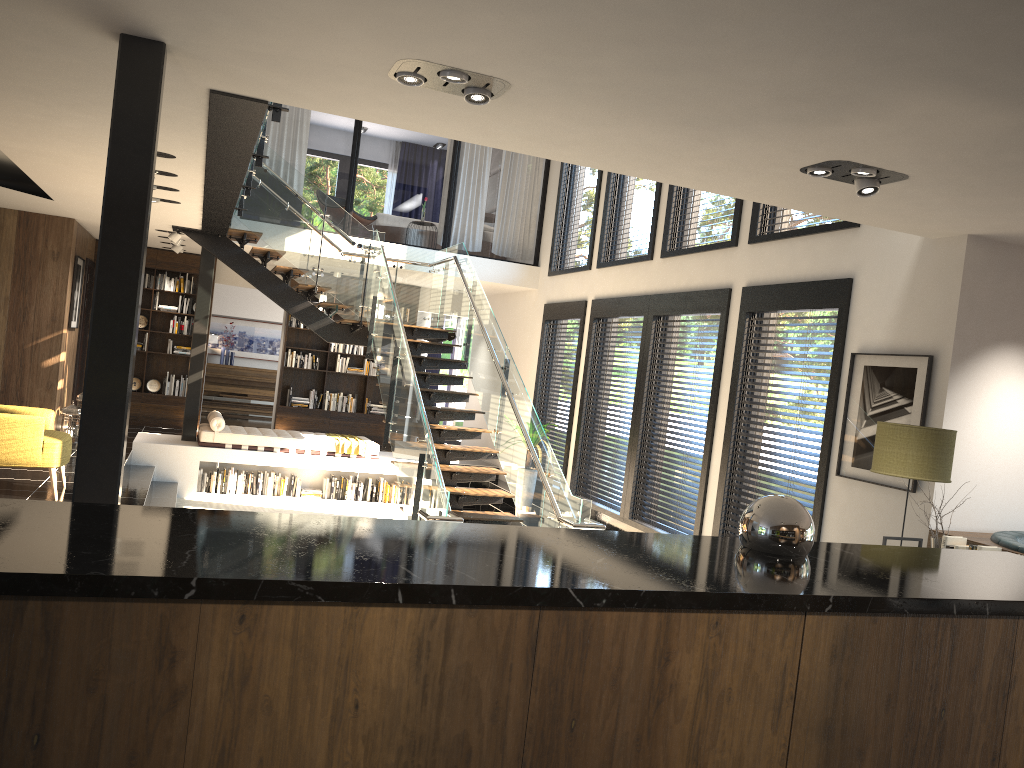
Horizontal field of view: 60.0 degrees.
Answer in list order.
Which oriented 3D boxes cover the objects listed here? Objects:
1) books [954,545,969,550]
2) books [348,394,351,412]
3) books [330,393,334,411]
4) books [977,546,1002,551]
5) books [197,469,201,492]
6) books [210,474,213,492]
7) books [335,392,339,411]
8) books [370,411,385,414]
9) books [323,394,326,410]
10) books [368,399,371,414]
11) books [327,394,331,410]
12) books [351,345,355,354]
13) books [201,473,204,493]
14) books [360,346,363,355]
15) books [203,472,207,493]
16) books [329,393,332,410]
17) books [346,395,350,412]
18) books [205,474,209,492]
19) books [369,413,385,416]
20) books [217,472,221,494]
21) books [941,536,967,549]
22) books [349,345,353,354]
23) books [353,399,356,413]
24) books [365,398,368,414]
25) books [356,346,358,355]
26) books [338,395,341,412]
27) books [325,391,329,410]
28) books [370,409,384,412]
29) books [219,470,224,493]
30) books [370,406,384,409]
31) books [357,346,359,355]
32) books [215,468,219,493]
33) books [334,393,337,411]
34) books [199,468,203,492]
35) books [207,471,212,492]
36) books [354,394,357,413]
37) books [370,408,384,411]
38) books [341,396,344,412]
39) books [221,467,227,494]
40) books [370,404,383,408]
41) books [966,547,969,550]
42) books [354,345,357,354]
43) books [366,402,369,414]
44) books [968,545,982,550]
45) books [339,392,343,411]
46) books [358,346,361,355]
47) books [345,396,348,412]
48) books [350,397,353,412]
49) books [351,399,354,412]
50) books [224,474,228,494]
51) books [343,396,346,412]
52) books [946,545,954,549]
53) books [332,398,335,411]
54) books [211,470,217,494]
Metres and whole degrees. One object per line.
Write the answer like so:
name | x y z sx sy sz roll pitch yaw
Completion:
books | 2.649 1.088 5.208 0.160 0.276 0.030 6 2 -20
books | -2.667 0.312 14.509 0.025 0.294 0.177 6 2 -20
books | -2.931 0.292 14.401 0.030 0.276 0.160 6 2 -20
books | 2.714 1.083 5.078 0.155 0.306 0.032 6 2 -20
books | -3.942 1.210 11.151 0.025 0.270 0.156 6 2 -20
books | -3.797 1.249 11.203 0.020 0.225 0.156 6 2 -20
books | -2.855 0.289 14.450 0.032 0.298 0.169 6 2 -20
books | -2.225 0.468 14.684 0.286 0.031 0.176 6 1 -21
books | -3.052 0.284 14.391 0.026 0.263 0.156 6 2 -20
books | -2.363 0.374 14.611 0.026 0.238 0.159 6 2 -20
books | -2.986 0.293 14.389 0.030 0.262 0.172 6 2 -20
books | -2.595 -0.621 14.484 0.032 0.265 0.149 6 2 -20
books | -3.889 1.237 11.140 0.024 0.229 0.171 6 2 -20
books | -2.468 -0.584 14.546 0.046 0.219 0.144 6 2 -20
books | -3.865 1.234 11.151 0.027 0.241 0.149 6 2 -20
books | -2.965 0.288 14.416 0.025 0.274 0.150 6 2 -20
books | -2.690 0.317 14.495 0.028 0.280 0.154 6 2 -20
books | -3.850 1.250 11.187 0.029 0.211 0.130 6 2 -20
books | -2.231 0.496 14.692 0.273 0.025 0.156 6 1 -22
books | -3.701 1.246 11.195 0.027 0.254 0.204 6 1 -20
books | 2.620 1.065 5.289 0.160 0.312 0.035 6 2 -20
books | -2.641 -0.579 14.480 0.047 0.171 0.167 6 1 -20
books | -2.599 0.353 14.543 0.026 0.227 0.129 6 2 -20
books | -2.416 0.355 14.613 0.024 0.264 0.174 6 2 -20
books | -2.550 -0.577 14.508 0.024 0.187 0.148 6 1 -20
books | -2.823 0.315 14.437 0.025 0.255 0.202 6 1 -20
books | -3.010 0.265 14.368 0.035 0.312 0.160 6 2 -20
books | -2.225 0.440 14.693 0.250 0.026 0.148 6 1 -23
books | -3.685 1.234 11.234 0.028 0.279 0.120 6 2 -20
books | -2.219 0.391 14.690 0.251 0.026 0.148 6 1 -24
books | -2.532 -0.586 14.542 0.030 0.208 0.119 6 2 -20
books | -3.735 1.211 11.219 0.029 0.314 0.163 6 2 -20
books | -2.886 0.294 14.440 0.031 0.280 0.141 6 2 -20
books | -3.913 1.206 11.144 0.024 0.286 0.130 6 2 -20
books | -3.820 1.230 11.200 0.030 0.256 0.145 6 2 -20
books | -2.576 0.315 14.560 0.022 0.307 0.131 6 2 -20
books | -2.218 0.416 14.680 0.263 0.024 0.167 6 1 -25
books | -2.774 0.324 14.462 0.023 0.246 0.148 6 2 -20
books | -3.646 1.217 11.217 0.030 0.322 0.202 6 2 -20
books | -2.211 0.364 14.676 0.288 0.030 0.175 6 1 -16
books | 2.689 1.091 5.163 0.141 0.280 0.031 6 2 -20
books | -2.570 -0.575 14.490 0.027 0.179 0.163 6 1 -20
books | -2.392 0.391 14.610 0.025 0.199 0.149 6 2 -20
books | 2.699 1.084 5.133 0.169 0.298 0.032 6 2 -20
books | -2.800 0.291 14.464 0.032 0.306 0.155 6 2 -20
books | -2.500 -0.588 14.532 0.024 0.220 0.148 6 2 -20
books | -2.721 0.328 14.491 0.029 0.250 0.142 6 2 -20
books | -2.641 0.337 14.507 0.028 0.250 0.161 6 2 -20
books | -2.624 0.353 14.535 0.026 0.221 0.144 6 2 -20
books | -3.631 1.261 11.250 0.029 0.237 0.146 6 2 -20
books | -2.749 0.323 14.479 0.034 0.255 0.194 6 1 -20
books | 2.637 1.093 5.262 0.173 0.262 0.030 6 2 -20
books | -2.913 0.325 14.422 0.025 0.215 0.170 6 1 -20
books | -3.758 1.230 11.183 0.035 0.273 0.200 6 2 -20
